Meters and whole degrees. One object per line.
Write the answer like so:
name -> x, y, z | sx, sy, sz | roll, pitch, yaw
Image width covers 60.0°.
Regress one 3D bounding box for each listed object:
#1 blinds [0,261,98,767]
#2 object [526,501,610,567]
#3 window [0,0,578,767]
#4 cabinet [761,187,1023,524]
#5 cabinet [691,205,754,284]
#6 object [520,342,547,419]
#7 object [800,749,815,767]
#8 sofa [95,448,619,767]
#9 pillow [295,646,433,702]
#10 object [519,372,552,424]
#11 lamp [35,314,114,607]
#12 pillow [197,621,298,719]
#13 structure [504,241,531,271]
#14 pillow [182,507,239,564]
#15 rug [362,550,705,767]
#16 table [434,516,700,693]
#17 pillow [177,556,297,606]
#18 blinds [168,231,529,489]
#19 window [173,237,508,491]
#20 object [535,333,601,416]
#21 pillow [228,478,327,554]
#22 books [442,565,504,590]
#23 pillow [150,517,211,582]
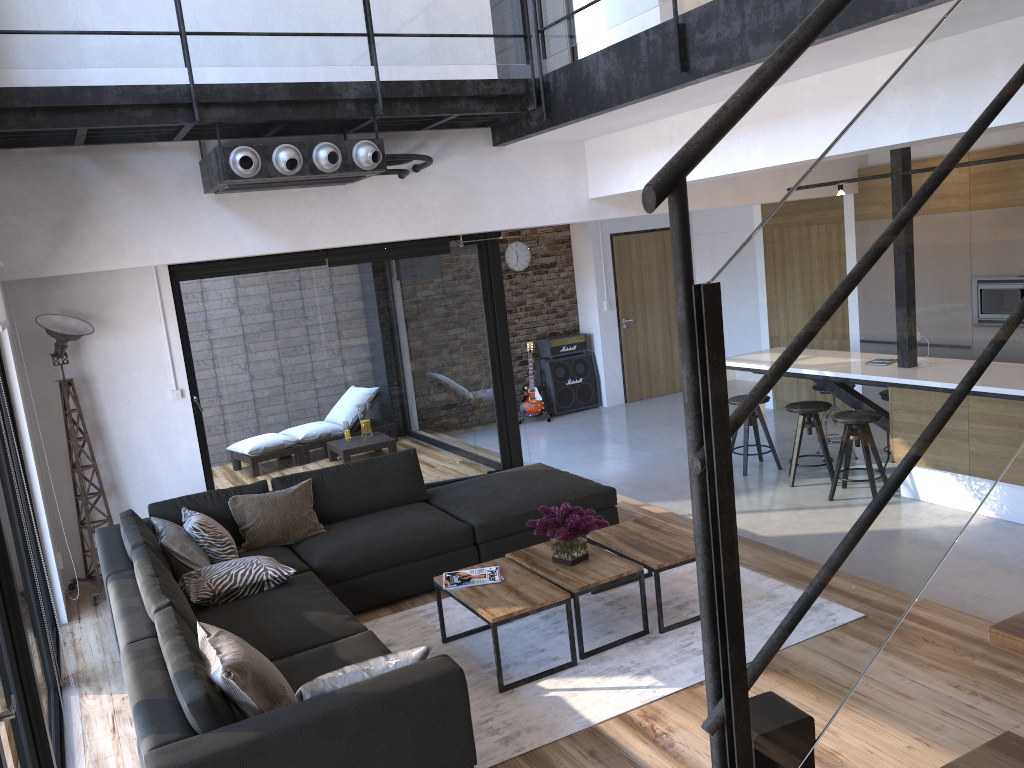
blinds -> -1.555, 0.537, 2.903 | 0.095, 2.049, 5.362 | -11, 10, -27
object -> 0.275, 0.712, 4.407 | 0.374, 0.344, 0.341 | -11, 10, -25
window -> -0.160, -1.150, 3.201 | 5.656, 5.581, 13.380 | -11, 10, -27
cabinet -> 4.345, -0.622, 5.427 | 2.470, 2.879, 9.103 | -11, 10, -27
cabinet -> 2.805, -1.281, 10.816 | 0.020, 2.122, 1.707 | -11, 11, -27
object -> 0.248, -0.051, 10.826 | 0.330, 0.875, 0.523 | -5, 10, 7
object -> 0.443, 1.085, 1.439 | 0.270, 1.209, 0.270 | -10, 10, -22
sofa -> -0.398, 0.944, 4.531 | 2.995, 0.702, 3.040 | -11, 10, -27
pillow -> -0.514, 1.056, 3.053 | 0.498, 0.266, 0.212 | -11, 10, -26
object -> 0.252, 0.156, 10.737 | 0.389, 0.589, 0.330 | -5, 10, 8
lamp -> -2.395, 0.470, 5.338 | 0.424, 1.832, 1.467 | -15, 13, -41
pillow -> -0.887, 1.035, 3.024 | 0.265, 0.383, 0.608 | -11, 10, -26
structure -> 0.066, -1.555, 10.811 | 0.360, 0.361, 0.040 | -11, 11, -26
pillow -> -1.687, 0.840, 4.934 | 0.250, 0.315, 0.531 | -10, 10, -23
rug -> 0.389, 1.215, 4.510 | 2.111, 0.003, 1.635 | -11, 10, -27
table -> 0.339, 1.050, 4.458 | 1.297, 0.351, 0.696 | -11, 10, -26
pillow -> -1.389, 0.989, 4.467 | 0.530, 0.178, 0.355 | -11, 10, -29
blinds -> -0.854, -0.199, 7.747 | 1.829, 2.057, 3.850 | -3, 10, 17
window -> -1.331, -0.045, 7.207 | 2.447, 2.056, 0.100 | -8, 10, -10
object -> 0.694, -0.137, 11.092 | 0.695, 0.939, 0.357 | -11, 11, -26
pillow -> -1.396, 0.788, 5.250 | 0.546, 0.310, 0.272 | -11, 10, -27
books -> -0.194, 0.944, 4.332 | 0.295, 0.013, 0.228 | -7, 9, -6
pillow -> -1.791, 0.894, 4.812 | 0.234, 0.294, 0.611 | -11, 10, -26
